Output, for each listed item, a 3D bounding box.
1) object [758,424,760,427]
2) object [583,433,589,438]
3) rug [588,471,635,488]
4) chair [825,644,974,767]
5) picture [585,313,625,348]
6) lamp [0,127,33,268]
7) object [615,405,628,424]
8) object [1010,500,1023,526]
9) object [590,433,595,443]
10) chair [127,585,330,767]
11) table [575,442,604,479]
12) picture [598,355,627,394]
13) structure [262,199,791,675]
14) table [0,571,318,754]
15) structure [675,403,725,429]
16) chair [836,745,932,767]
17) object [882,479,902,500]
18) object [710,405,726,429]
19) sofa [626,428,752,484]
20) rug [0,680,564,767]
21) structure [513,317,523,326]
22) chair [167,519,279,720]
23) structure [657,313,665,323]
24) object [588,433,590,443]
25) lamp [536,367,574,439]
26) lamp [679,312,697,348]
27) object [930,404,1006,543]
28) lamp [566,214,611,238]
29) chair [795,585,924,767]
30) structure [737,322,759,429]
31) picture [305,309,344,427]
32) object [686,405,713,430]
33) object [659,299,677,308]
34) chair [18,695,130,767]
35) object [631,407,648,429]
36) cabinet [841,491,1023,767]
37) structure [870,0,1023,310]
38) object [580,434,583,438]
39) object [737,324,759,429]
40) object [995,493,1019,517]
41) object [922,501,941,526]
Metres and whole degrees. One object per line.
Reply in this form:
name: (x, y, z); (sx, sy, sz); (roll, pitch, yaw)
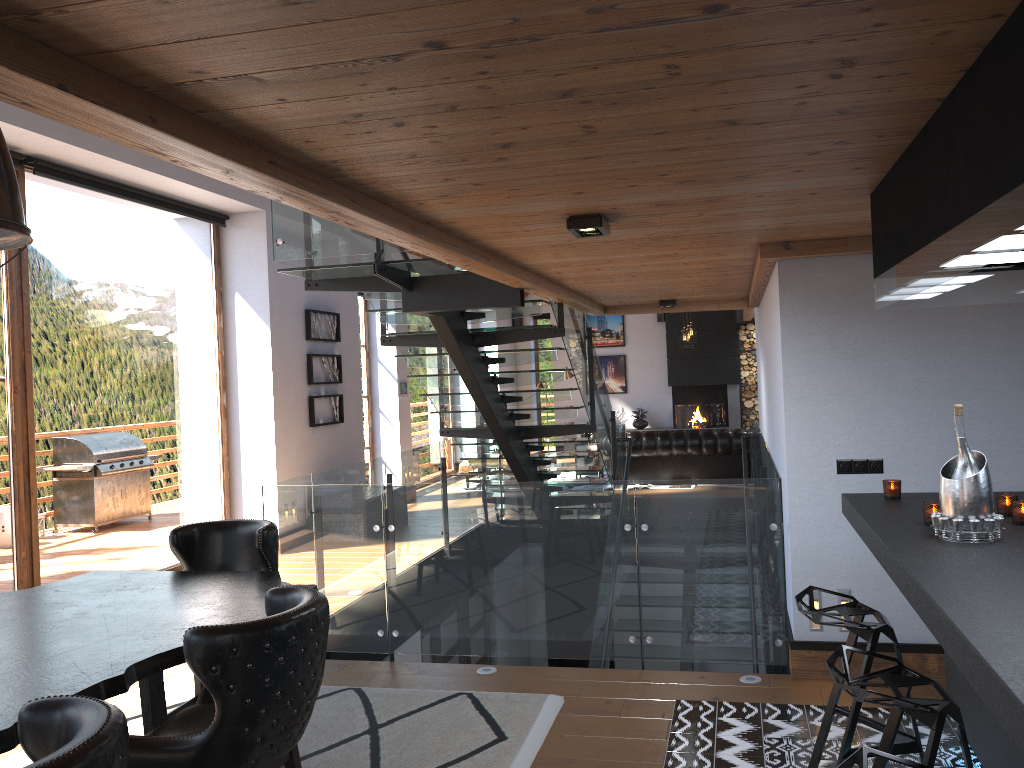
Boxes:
object: (4.918, 0.997, 17.617); (0.268, 0.795, 0.263); (-2, 0, -3)
object: (1.194, 0.816, 14.330); (0.089, 0.286, 0.086); (-2, 0, -37)
rug: (1.127, 1.539, 14.410); (3.786, 0.053, 2.446); (-2, 0, 14)
chair: (1.165, 1.222, 2.519); (0.467, 0.839, 0.541); (-2, 0, 11)
picture: (1.951, -1.184, 18.869); (0.874, 0.816, 0.036); (-2, 0, 13)
lamp: (-1.761, -2.608, 2.443); (0.628, 4.685, 0.614); (-2, 0, -32)
object: (2.222, 0.702, 18.465); (0.261, 0.532, 0.424); (-2, 0, -18)
object: (1.841, 0.465, 3.193); (0.080, 0.081, 0.078); (-2, 0, -22)
object: (1.294, 0.812, 14.303); (0.088, 0.286, 0.087); (-2, 0, -10)
chair: (-0.799, 1.177, 2.551); (0.565, 1.092, 0.506); (-2, 0, 12)
table: (1.252, 1.257, 14.397); (0.403, 0.609, 0.420); (-2, 0, 14)
picture: (1.992, -0.190, 18.863); (0.874, 0.816, 0.036); (-2, 0, 13)
structure: (-2.258, 1.367, 7.613); (9.160, 6.398, 11.086); (-2, 0, 14)
table: (-1.764, 1.313, 2.000); (1.421, 0.950, 3.818); (-2, 0, 14)
structure: (3.818, 0.671, 18.051); (0.977, 0.514, 0.184); (-2, 0, 13)
chair: (0.904, 1.238, 1.770); (0.465, 0.839, 0.543); (-2, 0, 20)
object: (1.681, 0.467, 3.919); (0.080, 0.081, 0.078); (-2, 0, -42)
object: (4.108, 0.915, 17.601); (0.311, 1.018, 0.304); (-2, 0, -31)
sofa: (2.604, 1.090, 13.556); (2.553, 0.838, 1.246); (-2, 0, 13)
rug: (-1.607, 1.759, 2.299); (2.538, 0.047, 5.662); (-2, 0, 14)
structure: (0.125, -1.343, 19.204); (0.212, 0.349, 0.215); (-2, 0, 13)
chair: (-1.305, 1.188, 3.951); (0.501, 1.092, 0.571); (-2, 0, 13)
structure: (3.130, -1.464, 18.518); (0.212, 0.349, 0.215); (-2, 0, 13)
object: (1.267, 0.812, 14.398); (0.088, 0.286, 0.087); (-2, 0, -9)
lamp: (0.765, 0.610, 17.965); (0.521, 1.899, 1.337); (-3, 0, 35)
lamp: (3.056, -1.749, 15.653); (0.261, 2.202, 0.804); (-2, 0, 5)
object: (1.530, 0.294, 2.995); (0.225, 0.452, 0.226); (-2, 0, 13)
lamp: (0.334, -0.692, 3.855); (0.154, 0.068, 0.262); (-2, 0, 14)
chair: (1.308, 1.210, 3.266); (0.467, 0.839, 0.542); (-2, 0, 14)
structure: (4.866, 0.077, 17.945); (0.499, 2.617, 0.514); (-2, 0, 14)
picture: (-2.159, -0.183, 10.244); (0.059, 1.312, 0.778); (-2, 0, 14)
object: (3.216, 0.712, 14.994); (0.402, 0.808, 0.625); (-2, 0, 25)
object: (1.495, -0.772, 8.481); (0.154, 0.068, 0.262); (-2, 0, 14)
chair: (-0.986, 1.191, 1.601); (0.569, 1.092, 0.503); (-2, 0, -3)
object: (2.661, 0.711, 18.431); (0.337, 0.455, 0.337); (-2, 0, 39)
cabinet: (1.409, 1.087, 1.715); (0.884, 1.104, 4.827); (-2, 0, 14)
structure: (1.397, -0.520, 1.904); (0.707, 0.476, 3.268); (-2, 0, 14)
object: (1.147, 0.817, 14.409); (0.087, 0.286, 0.088); (-3, 0, 26)
object: (4.862, 0.084, 17.956); (0.491, 2.612, 0.469); (-2, 0, 13)
object: (1.888, 0.462, 3.378); (0.080, 0.081, 0.078); (-2, 0, -22)
object: (1.551, 0.477, 3.256); (0.080, 0.081, 0.078); (-2, 0, -22)
